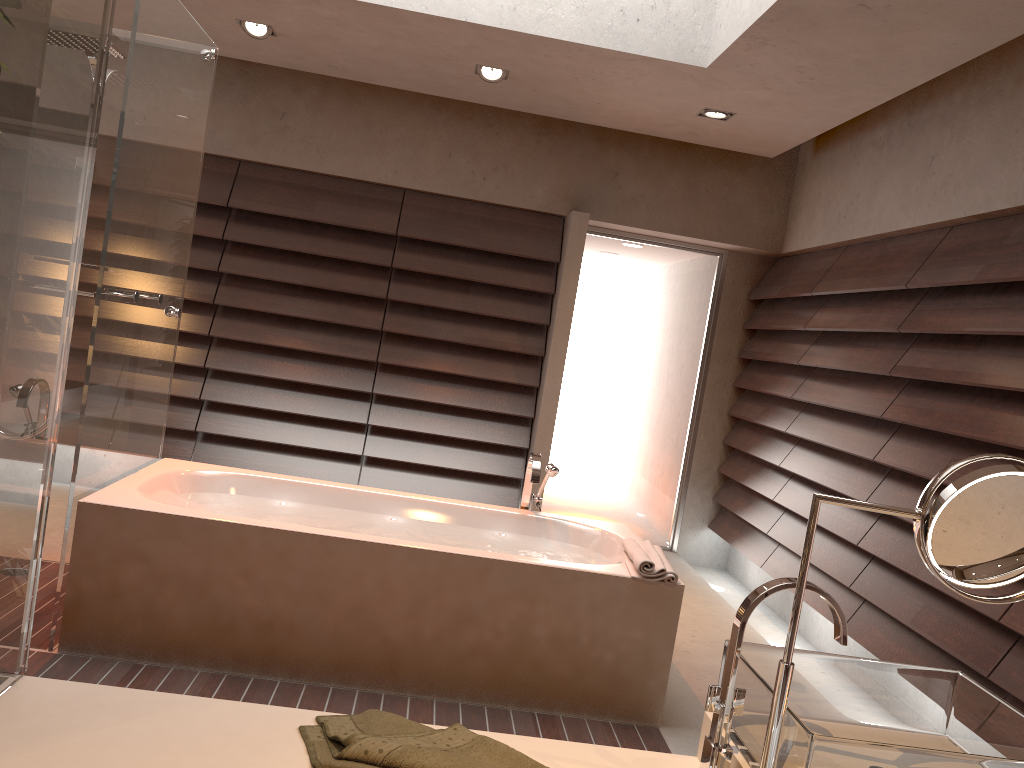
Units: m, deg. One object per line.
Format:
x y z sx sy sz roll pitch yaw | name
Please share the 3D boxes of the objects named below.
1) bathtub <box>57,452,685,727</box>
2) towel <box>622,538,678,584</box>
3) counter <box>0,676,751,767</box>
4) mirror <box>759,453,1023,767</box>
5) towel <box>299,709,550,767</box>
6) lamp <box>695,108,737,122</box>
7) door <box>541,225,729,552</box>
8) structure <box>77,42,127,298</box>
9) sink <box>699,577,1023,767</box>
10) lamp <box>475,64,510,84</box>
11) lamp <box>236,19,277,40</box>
-0.457 0.610 3.414 2.000 0.761 0.994 9 3 -5 | bathtub
0.487 0.620 3.160 0.159 0.068 0.396 9 3 1 | towel
-0.747 0.727 1.209 2.931 0.686 0.350 9 3 -5 | counter
0.499 0.368 1.107 0.316 0.589 0.074 9 3 -3 | mirror
-0.070 0.538 1.216 0.571 0.057 0.258 12 4 36 | towel
1.032 -1.381 4.476 0.165 0.051 0.170 9 3 -5 | lamp
0.742 0.041 5.770 1.007 2.000 0.090 9 3 -5 | door
-1.815 -0.524 3.419 0.575 1.578 0.385 9 3 -5 | structure
0.520 0.478 1.293 0.486 0.357 0.340 9 3 -5 | sink
-0.098 -1.553 4.373 0.165 0.110 0.170 9 3 -5 | lamp
-1.228 -1.730 4.270 0.165 0.110 0.170 9 3 -5 | lamp
